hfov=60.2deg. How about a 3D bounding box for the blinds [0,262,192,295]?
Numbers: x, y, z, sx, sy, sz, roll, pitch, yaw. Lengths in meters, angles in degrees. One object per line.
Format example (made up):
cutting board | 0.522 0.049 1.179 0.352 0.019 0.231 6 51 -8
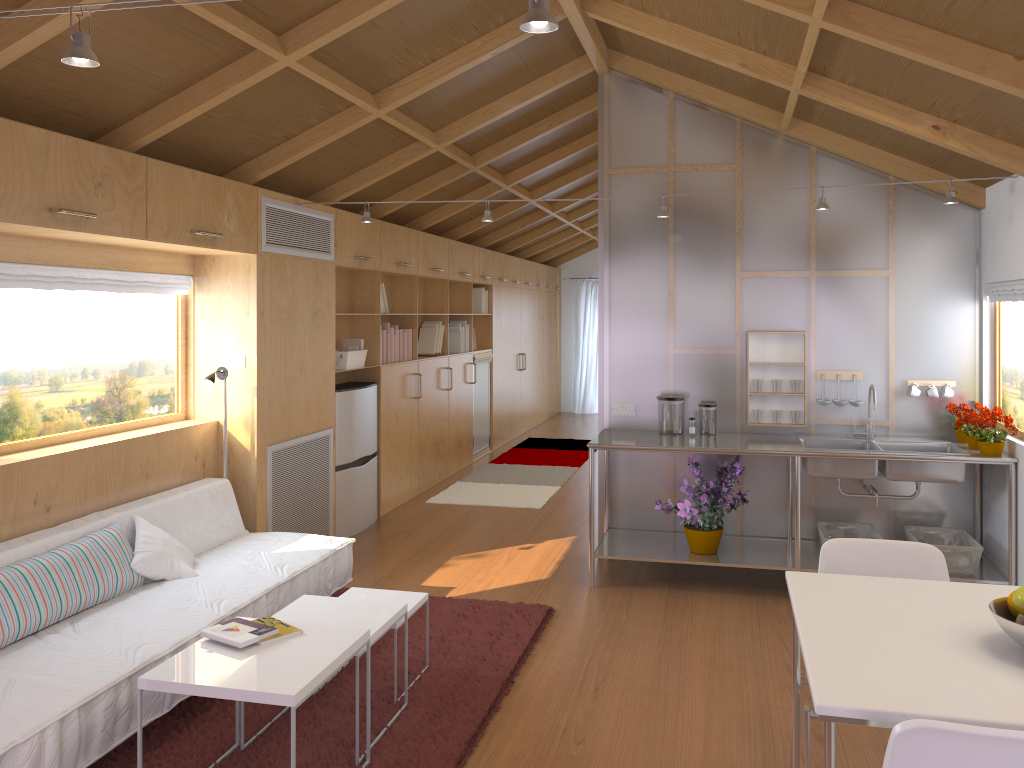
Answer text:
blinds | -1.932 -0.483 4.115 0.047 0.111 1.500 0 4 14

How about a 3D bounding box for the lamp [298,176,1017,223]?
lamp | 0.605 -0.968 4.748 3.828 0.153 0.072 1 1 14

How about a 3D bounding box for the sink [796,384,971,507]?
sink | 1.965 0.328 4.758 0.810 0.640 0.564 1 2 14

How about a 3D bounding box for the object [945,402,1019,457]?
object | 2.428 0.226 4.601 0.233 0.235 0.690 1 4 14

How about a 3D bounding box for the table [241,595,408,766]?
table | -0.651 1.025 3.140 0.424 0.383 0.459 1 3 14

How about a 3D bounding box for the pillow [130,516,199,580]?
pillow | -1.492 0.703 3.798 0.267 0.251 0.346 -1 3 -22

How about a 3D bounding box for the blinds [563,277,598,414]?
blinds | 2.157 -0.565 12.981 2.847 2.036 0.233 1 0 13

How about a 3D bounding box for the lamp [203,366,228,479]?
lamp | -1.512 0.507 4.646 0.182 1.197 0.254 0 0 -11

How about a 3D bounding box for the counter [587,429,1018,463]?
counter | 1.505 0.328 4.843 2.109 0.021 0.651 1 5 14

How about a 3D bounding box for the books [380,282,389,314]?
books | -1.042 -0.672 6.608 0.175 0.296 0.280 0 2 14

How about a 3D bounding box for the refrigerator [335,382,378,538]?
refrigerator | -1.137 0.506 6.105 0.262 0.986 0.714 0 2 14

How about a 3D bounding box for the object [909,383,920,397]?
object | 2.259 0.034 4.961 0.059 0.080 0.062 0 2 14

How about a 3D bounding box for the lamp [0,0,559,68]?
lamp | -0.151 -0.724 1.647 3.828 0.153 0.072 1 1 14

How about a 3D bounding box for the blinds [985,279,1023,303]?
blinds | 2.537 -0.473 4.515 0.047 0.111 0.726 0 4 14

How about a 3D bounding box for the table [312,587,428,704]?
table | -0.556 1.032 3.530 0.342 0.308 0.370 1 3 14

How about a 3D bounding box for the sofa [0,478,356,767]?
sofa | -1.474 0.896 3.439 0.862 0.628 2.360 1 4 14

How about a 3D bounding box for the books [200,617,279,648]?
books | -0.864 0.786 2.804 0.193 0.016 0.153 3 5 33

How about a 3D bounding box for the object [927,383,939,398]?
object | 2.349 0.037 4.934 0.059 0.081 0.062 1 2 21

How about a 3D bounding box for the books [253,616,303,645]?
books | -0.797 0.798 2.859 0.193 0.016 0.153 4 6 43

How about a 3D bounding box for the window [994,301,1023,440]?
window | 2.577 -0.128 4.505 0.026 0.794 0.725 0 2 14

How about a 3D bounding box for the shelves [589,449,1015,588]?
shelves | 1.505 0.722 4.843 2.092 0.752 0.633 1 2 14

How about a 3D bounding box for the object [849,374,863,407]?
object | 1.953 0.039 5.014 0.074 0.183 0.074 -1 1 -45

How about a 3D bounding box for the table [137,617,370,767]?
table | -0.760 1.033 2.692 0.485 0.438 0.525 1 3 14

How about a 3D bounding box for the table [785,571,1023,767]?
table | 1.267 0.953 1.967 1.209 0.742 0.901 1 3 14

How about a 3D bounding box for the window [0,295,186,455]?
window | -1.981 -0.144 4.127 0.035 0.789 1.499 0 3 14

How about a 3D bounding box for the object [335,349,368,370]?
object | -1.153 -0.170 6.097 0.203 0.122 0.350 1 4 14

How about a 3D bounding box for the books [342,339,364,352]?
books | -1.127 -0.221 6.218 0.150 0.192 0.088 0 1 14

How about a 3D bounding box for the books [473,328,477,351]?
books | -0.468 -0.484 8.965 0.175 0.296 0.280 0 2 14

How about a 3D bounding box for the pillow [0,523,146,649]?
pillow | -1.715 0.751 3.210 0.171 0.251 1.044 0 4 14

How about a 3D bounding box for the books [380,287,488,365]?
books | -0.691 -0.591 8.020 0.189 0.657 3.116 0 4 14

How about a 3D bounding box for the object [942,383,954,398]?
object | 2.427 0.037 4.921 0.059 0.080 0.062 0 2 14
